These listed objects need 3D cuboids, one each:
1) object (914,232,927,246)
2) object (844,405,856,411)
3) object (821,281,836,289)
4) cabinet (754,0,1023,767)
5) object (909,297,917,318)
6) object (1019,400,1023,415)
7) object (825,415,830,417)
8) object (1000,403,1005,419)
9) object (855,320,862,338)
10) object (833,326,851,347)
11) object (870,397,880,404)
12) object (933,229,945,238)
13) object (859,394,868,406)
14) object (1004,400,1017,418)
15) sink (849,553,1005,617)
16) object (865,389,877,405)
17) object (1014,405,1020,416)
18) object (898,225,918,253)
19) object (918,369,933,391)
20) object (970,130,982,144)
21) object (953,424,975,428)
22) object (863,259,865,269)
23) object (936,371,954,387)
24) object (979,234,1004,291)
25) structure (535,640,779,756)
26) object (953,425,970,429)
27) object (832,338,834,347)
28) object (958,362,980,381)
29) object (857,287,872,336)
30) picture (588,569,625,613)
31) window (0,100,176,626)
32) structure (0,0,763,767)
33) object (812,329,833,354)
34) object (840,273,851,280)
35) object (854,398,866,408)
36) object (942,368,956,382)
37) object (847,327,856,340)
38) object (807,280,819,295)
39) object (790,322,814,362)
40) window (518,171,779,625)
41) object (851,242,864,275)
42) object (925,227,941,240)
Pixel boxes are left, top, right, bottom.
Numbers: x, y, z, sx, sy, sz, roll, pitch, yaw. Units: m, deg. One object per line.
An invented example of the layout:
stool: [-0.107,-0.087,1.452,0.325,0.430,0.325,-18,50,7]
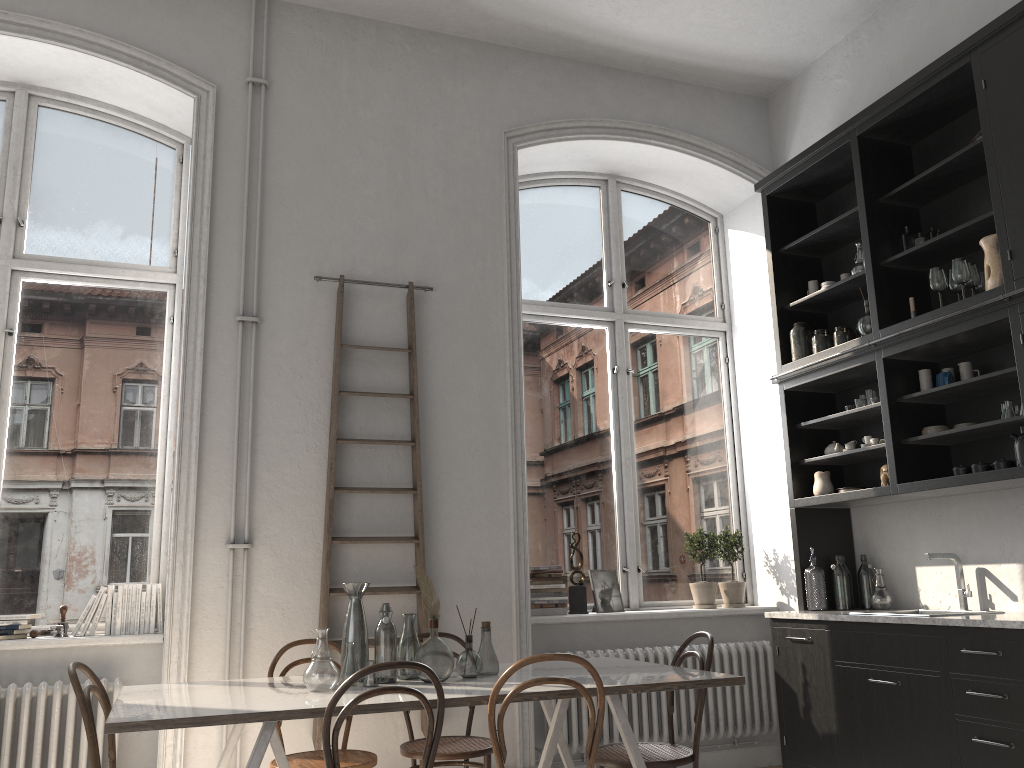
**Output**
object: [2.127,-0.730,4.613,0.053,0.124,0.041,-10,-15,35]
object: [1.910,0.149,4.991,0.071,0.047,0.072,-5,-13,16]
object: [1.898,-0.556,5.305,0.096,0.095,0.096,-4,-13,13]
cabinet: [2.264,0.139,3.820,0.635,3.577,3.256,3,-13,-21]
object: [2.067,-0.373,4.570,0.123,0.161,0.123,1,-13,-12]
object: [2.297,0.072,3.951,0.083,0.157,0.084,8,-15,-36]
object: [1.899,0.212,5.274,0.071,0.047,0.072,-5,-13,16]
object: [2.281,0.137,4.098,0.058,0.094,0.058,-5,-13,18]
object: [2.011,-0.279,5.037,0.092,0.184,0.092,0,-12,-6]
object: [1.891,-0.248,5.080,0.096,0.150,0.097,6,-14,-32]
object: [1.969,0.101,4.783,0.071,0.047,0.072,-5,-13,16]
object: [2.211,-0.739,4.578,0.044,0.121,0.058,-3,-12,6]
object: [1.989,0.117,4.995,0.060,0.107,0.060,-10,-15,36]
object: [2.262,0.123,4.030,0.058,0.094,0.058,-5,-13,18]
sink: [2.041,1.089,4.358,0.514,0.504,0.527,3,-13,-21]
object: [1.971,0.086,4.857,0.060,0.107,0.061,-3,-12,6]
object: [2.371,0.146,4.147,0.058,0.094,0.058,10,-17,-43]
object: [2.105,-0.748,4.706,0.084,0.199,0.065,-2,-12,1]
object: [2.125,-0.002,4.543,0.059,0.135,0.082,-10,-15,36]
object: [2.304,-1.171,4.340,0.056,0.121,0.167,-2,-12,4]
object: [2.257,0.226,4.395,0.124,0.035,0.124,7,-15,-33]
object: [1.991,-0.776,4.895,0.123,0.340,0.119,-1,-12,-2]
object: [2.162,-0.006,4.431,0.082,0.093,0.140,-10,-15,33]
object: [2.209,-0.544,4.061,0.094,0.266,0.116,-6,-13,20]
structure: [0.866,1.827,5.221,1.577,0.551,0.195,3,-13,-21]
object: [2.257,0.234,4.394,0.132,0.038,0.132,-8,-14,26]
object: [1.969,-0.196,5.339,0.114,0.155,0.114,-7,-13,24]
object: [2.265,-0.039,4.394,0.059,0.135,0.082,8,-15,-37]
object: [1.923,-0.421,4.785,0.134,0.357,0.135,-7,-13,23]
picture: [0.556,1.275,5.447,0.222,0.264,0.149,8,-15,-37]
window: [-2.693,-0.183,4.649,1.623,2.838,0.013,3,-13,-21]
structure: [-0.875,-0.001,4.871,5.182,4.466,0.340,3,-13,-21]
object: [1.803,-0.233,5.154,0.114,0.155,0.114,2,-13,-17]
object: [1.991,-0.587,5.266,0.059,0.135,0.082,-2,-12,2]
object: [1.934,0.120,4.915,0.064,0.069,0.064,-8,-14,26]
object: [2.222,-0.009,4.524,0.082,0.135,0.059,-3,-12,7]
object: [1.968,-0.235,5.206,0.092,0.184,0.092,-10,-15,33]
object: [1.837,-0.554,5.398,0.059,0.135,0.082,-3,-12,7]
object: [1.733,-0.244,5.286,0.118,0.238,0.118,7,-15,-35]
window: [5.429,-3.245,11.802,14.387,15.907,26.441,3,-13,-21]
object: [1.978,-0.687,5.010,0.132,0.219,0.132,-13,-17,42]
object: [2.231,-0.743,4.687,0.065,0.176,0.084,-2,-12,1]
